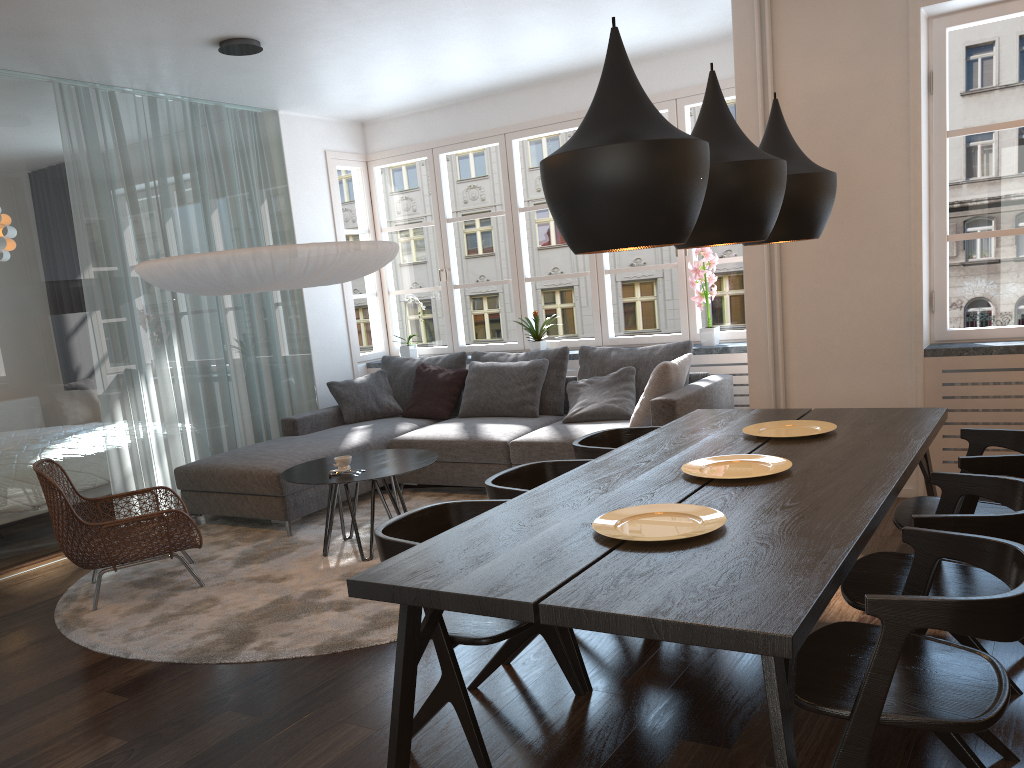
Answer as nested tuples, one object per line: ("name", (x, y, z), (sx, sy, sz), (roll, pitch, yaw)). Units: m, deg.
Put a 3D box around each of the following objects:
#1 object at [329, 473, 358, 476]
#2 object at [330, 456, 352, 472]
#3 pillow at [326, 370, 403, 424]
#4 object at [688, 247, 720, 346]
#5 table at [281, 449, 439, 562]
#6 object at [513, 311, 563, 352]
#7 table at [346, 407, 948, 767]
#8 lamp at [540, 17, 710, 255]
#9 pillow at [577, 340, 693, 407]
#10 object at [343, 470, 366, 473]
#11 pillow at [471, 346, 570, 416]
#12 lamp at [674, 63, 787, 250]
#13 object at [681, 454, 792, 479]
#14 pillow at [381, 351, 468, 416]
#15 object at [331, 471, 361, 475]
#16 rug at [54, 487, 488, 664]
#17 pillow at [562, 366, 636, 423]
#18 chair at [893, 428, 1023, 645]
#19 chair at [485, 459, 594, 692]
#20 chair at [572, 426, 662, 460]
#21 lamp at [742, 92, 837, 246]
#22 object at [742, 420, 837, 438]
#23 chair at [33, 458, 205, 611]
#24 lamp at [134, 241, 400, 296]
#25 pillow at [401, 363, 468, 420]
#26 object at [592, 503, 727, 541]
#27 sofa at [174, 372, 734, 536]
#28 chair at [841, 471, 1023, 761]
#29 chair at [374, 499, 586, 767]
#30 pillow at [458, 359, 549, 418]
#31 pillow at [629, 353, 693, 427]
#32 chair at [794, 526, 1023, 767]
("object", (-0.863, 0.464, 4.517), (0.168, 0.015, 0.014), (-3, 9, 19))
("object", (-0.905, 0.425, 4.652), (0.091, 0.070, 0.138), (2, 11, 44))
("pillow", (-1.130, 0.098, 6.783), (0.513, 0.364, 0.344), (-8, 9, -18))
("object", (1.311, -0.606, 6.019), (0.201, 0.699, 0.293), (-3, 10, 11))
("table", (-0.796, 0.671, 4.826), (0.847, 0.478, 0.838), (0, 9, 34))
("object", (0.210, -0.397, 6.736), (0.376, 0.332, 0.318), (-4, 9, 7))
("table", (0.733, 0.627, 2.997), (1.106, 0.687, 2.472), (-1, 8, 32))
("lamp", (0.267, -0.604, 2.152), (0.410, 0.548, 0.406), (-7, 9, -10))
("pillow", (0.793, -0.027, 5.921), (0.836, 0.483, 0.272), (-1, 11, 32))
("object", (-0.821, 0.453, 4.601), (0.124, 0.010, 0.025), (-6, 7, -1))
("pillow", (0.023, -0.011, 6.413), (0.839, 0.481, 0.273), (-1, 11, 32))
("lamp", (0.631, -0.705, 2.730), (0.411, 0.548, 0.405), (-4, 9, 9))
("object", (0.741, 0.278, 2.926), (0.356, 0.017, 0.351), (-4, 7, 13))
("pillow", (-0.721, 0.011, 6.866), (0.836, 0.484, 0.272), (-1, 11, 32))
("object", (-0.859, 0.458, 4.558), (0.164, 0.016, 0.025), (-5, 8, 7))
("rug", (-0.935, 0.917, 4.857), (2.840, 0.012, 2.803), (-4, 7, 12))
("pillow", (0.570, 0.069, 5.797), (0.492, 0.325, 0.438), (-4, 8, 14))
("chair", (1.626, 0.532, 3.115), (0.520, 0.679, 0.586), (-1, 10, 28))
("chair", (0.209, 0.655, 3.236), (0.519, 0.679, 0.586), (0, 11, 33))
("chair", (0.560, 0.557, 3.804), (0.519, 0.679, 0.586), (0, 10, 31))
("lamp", (0.995, -0.806, 3.308), (0.409, 0.548, 0.408), (-10, 10, -24))
("object", (1.089, 0.181, 3.479), (0.355, 0.017, 0.352), (-1, 8, 36))
("chair", (-1.975, 0.694, 4.475), (0.682, 0.718, 0.713), (-10, 9, -25))
("lamp", (-1.374, -0.644, 5.094), (1.464, 0.212, 1.459), (-8, 7, -21))
("pillow", (-0.584, 0.052, 6.606), (0.521, 0.408, 0.307), (0, 11, 34))
("object", (0.393, 0.375, 2.373), (0.355, 0.017, 0.352), (-1, 8, 36))
("sofa", (-0.360, 0.428, 5.719), (3.067, 0.680, 2.017), (-1, 8, 32))
("chair", (1.232, 0.636, 2.541), (0.519, 0.679, 0.586), (0, 10, 30))
("chair", (-0.110, 0.744, 2.729), (0.519, 0.679, 0.586), (0, 10, 30))
("pillow", (-0.061, 0.036, 6.307), (0.667, 0.402, 0.288), (-1, 10, 32))
("pillow", (0.899, 0.049, 5.329), (0.286, 0.419, 0.488), (0, 10, 31))
("chair", (0.915, 0.724, 2.037), (0.519, 0.679, 0.586), (0, 10, 31))
